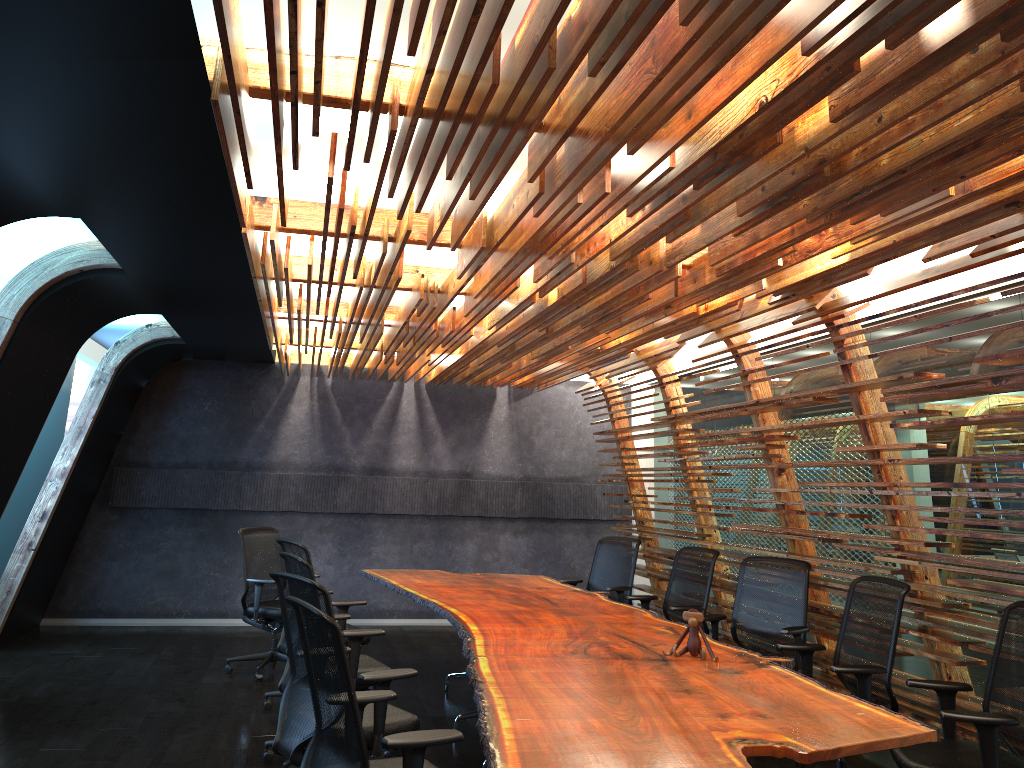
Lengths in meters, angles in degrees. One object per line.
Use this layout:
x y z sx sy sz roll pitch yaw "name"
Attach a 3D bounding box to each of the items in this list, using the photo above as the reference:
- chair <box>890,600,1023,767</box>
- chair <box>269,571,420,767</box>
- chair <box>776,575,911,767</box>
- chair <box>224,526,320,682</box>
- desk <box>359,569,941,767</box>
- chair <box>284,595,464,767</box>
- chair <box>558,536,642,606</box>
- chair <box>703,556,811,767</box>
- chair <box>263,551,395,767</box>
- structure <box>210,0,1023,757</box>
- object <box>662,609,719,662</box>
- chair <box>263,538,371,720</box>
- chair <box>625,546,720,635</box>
2.014 1.617 3.930 0.796 1.270 0.792 -1 -13 12 "chair"
-0.786 1.566 4.303 0.785 1.270 0.804 11 -15 -37 "chair"
1.772 1.721 4.888 0.795 1.270 0.793 3 -12 -7 "chair"
-2.084 1.953 7.963 0.794 1.270 0.794 -3 -13 21 "chair"
0.184 1.984 5.808 2.031 0.837 6.519 4 -7 -13 "desk"
-0.475 1.462 3.328 0.789 1.270 0.799 8 -14 -27 "chair"
0.769 2.083 8.244 0.785 1.270 0.803 11 -15 -36 "chair"
1.674 1.859 6.084 0.783 1.270 0.806 13 -16 -41 "chair"
-1.060 1.692 5.446 0.789 1.270 0.799 8 -14 -27 "chair"
0.514 0.713 5.697 4.516 3.065 11.230 4 -8 -13 "structure"
0.972 1.341 4.719 0.306 0.252 0.125 -4 -14 29 "object"
-1.401 1.827 6.698 0.787 1.270 0.802 10 -15 -32 "chair"
1.226 1.961 7.077 0.791 1.270 0.797 7 -13 -22 "chair"
